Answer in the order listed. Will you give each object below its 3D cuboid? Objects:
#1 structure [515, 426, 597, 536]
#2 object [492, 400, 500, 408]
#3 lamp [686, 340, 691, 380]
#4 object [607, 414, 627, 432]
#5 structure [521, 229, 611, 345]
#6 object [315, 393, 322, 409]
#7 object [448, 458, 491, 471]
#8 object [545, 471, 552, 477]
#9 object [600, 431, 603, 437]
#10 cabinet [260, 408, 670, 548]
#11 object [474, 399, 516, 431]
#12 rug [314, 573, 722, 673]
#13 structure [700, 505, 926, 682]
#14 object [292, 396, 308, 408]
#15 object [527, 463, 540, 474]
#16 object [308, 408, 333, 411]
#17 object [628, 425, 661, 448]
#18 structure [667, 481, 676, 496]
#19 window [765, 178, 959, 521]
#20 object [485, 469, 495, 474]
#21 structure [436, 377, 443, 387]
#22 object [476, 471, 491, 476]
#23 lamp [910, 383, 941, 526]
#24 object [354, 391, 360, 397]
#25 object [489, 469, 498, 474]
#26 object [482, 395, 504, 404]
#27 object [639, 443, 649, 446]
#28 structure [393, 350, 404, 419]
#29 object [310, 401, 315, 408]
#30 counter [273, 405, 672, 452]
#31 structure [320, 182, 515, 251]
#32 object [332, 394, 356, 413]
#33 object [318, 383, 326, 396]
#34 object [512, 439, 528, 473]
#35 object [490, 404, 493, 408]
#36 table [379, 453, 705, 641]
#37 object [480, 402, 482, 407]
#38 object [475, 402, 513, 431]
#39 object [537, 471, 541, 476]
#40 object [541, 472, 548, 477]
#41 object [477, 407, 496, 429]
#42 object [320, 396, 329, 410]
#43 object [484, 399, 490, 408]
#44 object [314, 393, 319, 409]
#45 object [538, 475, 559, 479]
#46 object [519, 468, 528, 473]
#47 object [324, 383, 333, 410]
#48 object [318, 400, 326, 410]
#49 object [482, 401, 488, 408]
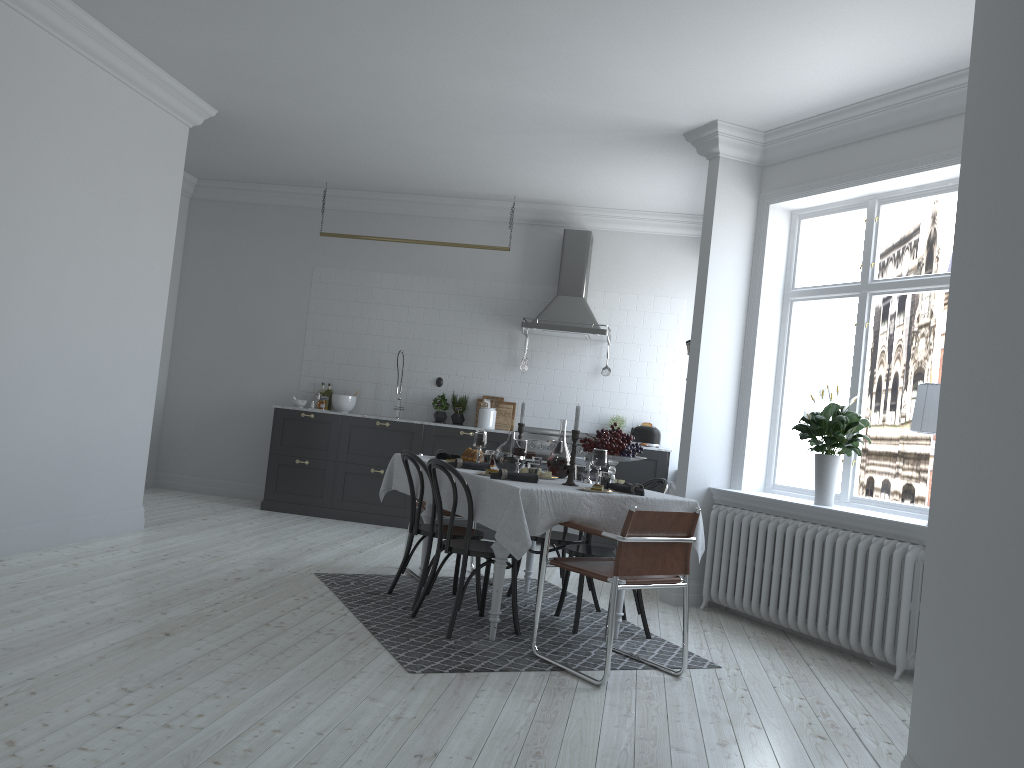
[{"bbox_3d":[0.369,0.991,8.604,0.779,1.096,0.651,6,-2,9],"label":"structure"},{"bbox_3d":[-0.206,0.301,8.903,0.131,0.296,0.056,7,-2,-12],"label":"object"},{"bbox_3d":[1.327,0.161,6.486,0.131,0.977,0.312,7,-2,-17],"label":"lamp"},{"bbox_3d":[1.027,0.437,8.730,0.210,0.283,0.220,5,-2,21],"label":"object"},{"bbox_3d":[0.590,-0.975,8.716,0.843,1.079,0.567,6,-2,9],"label":"structure"},{"bbox_3d":[-1.998,0.176,9.145,0.059,0.172,0.059,4,-3,40],"label":"object"},{"bbox_3d":[-0.237,0.474,5.204,0.247,0.061,0.165,8,-3,-42],"label":"object"},{"bbox_3d":[0.205,0.527,5.158,0.039,0.040,0.077,7,-2,-12],"label":"object"},{"bbox_3d":[0.894,0.519,8.760,0.072,0.095,0.072,8,-3,-36],"label":"object"},{"bbox_3d":[-0.455,0.947,8.730,3.897,1.012,0.646,6,-2,9],"label":"cabinet"},{"bbox_3d":[-0.170,0.315,9.031,0.400,0.290,0.030,6,-2,9],"label":"object"},{"bbox_3d":[-0.111,1.352,5.239,1.701,0.021,2.166,7,-2,-24],"label":"rug"},{"bbox_3d":[1.799,1.225,5.453,0.245,0.753,1.710,7,-2,-28],"label":"structure"},{"bbox_3d":[-2.185,0.189,9.156,0.159,0.110,0.172,6,-2,4],"label":"object"},{"bbox_3d":[0.112,0.479,4.825,0.066,0.094,0.066,6,-2,-3],"label":"object"},{"bbox_3d":[-1.982,0.263,9.173,0.180,0.008,0.272,6,-2,9],"label":"object"},{"bbox_3d":[1.302,0.505,8.688,0.326,0.207,0.219,6,-2,14],"label":"object"},{"bbox_3d":[1.464,1.275,7.770,0.245,0.753,1.673,6,-2,9],"label":"structure"},{"bbox_3d":[2.438,-0.213,5.470,0.061,2.080,2.079,7,-2,-29],"label":"window"},{"bbox_3d":[-0.119,0.484,4.873,0.057,0.037,0.021,7,-2,-10],"label":"object"},{"bbox_3d":[-0.749,-0.020,9.136,0.079,0.103,0.032,6,-2,9],"label":"structure"},{"bbox_3d":[-0.109,0.498,4.866,0.182,0.013,0.182,5,-2,24],"label":"object"},{"bbox_3d":[2.292,0.672,4.786,0.335,1.331,0.335,6,-2,-4],"label":"lamp"},{"bbox_3d":[-1.667,0.174,9.148,0.209,0.232,0.042,8,-3,-41],"label":"object"},{"bbox_3d":[-0.097,0.485,4.839,0.051,0.039,0.036,8,-3,-42],"label":"object"},{"bbox_3d":[-0.209,0.290,9.005,0.220,0.330,0.041,6,-2,9],"label":"object"},{"bbox_3d":[1.245,0.575,8.418,0.119,0.031,0.074,4,-3,41],"label":"object"},{"bbox_3d":[-1.145,0.004,8.971,0.100,0.692,0.266,6,-2,9],"label":"structure"},{"bbox_3d":[-2.047,0.214,9.105,0.046,0.084,0.046,6,-2,-5],"label":"object"},{"bbox_3d":[-0.398,0.435,8.760,3.902,0.020,0.624,6,-2,9],"label":"counter"},{"bbox_3d":[-0.965,-1.684,8.891,1.988,0.556,0.053,6,-2,9],"label":"structure"},{"bbox_3d":[-1.735,0.205,9.127,0.247,0.175,0.247,5,-2,22],"label":"object"},{"bbox_3d":[-1.989,0.127,9.272,0.066,0.282,0.066,6,-2,4],"label":"object"},{"bbox_3d":[0.036,0.414,4.892,0.083,0.215,0.083,6,-2,13],"label":"object"},{"bbox_3d":[-0.216,0.322,8.906,0.050,0.247,0.114,7,-2,-27],"label":"object"},{"bbox_3d":[0.036,0.956,5.327,1.210,0.842,2.179,7,-2,-24],"label":"table"},{"bbox_3d":[-0.279,0.312,8.869,0.117,0.251,0.061,5,-3,38],"label":"object"},{"bbox_3d":[-0.184,0.326,8.975,0.360,0.261,0.053,6,-2,9],"label":"object"},{"bbox_3d":[0.121,0.517,5.080,0.077,0.040,0.040,5,-2,28],"label":"object"},{"bbox_3d":[0.173,0.525,5.107,0.040,0.039,0.077,7,-2,-21],"label":"object"},{"bbox_3d":[-0.250,0.342,8.869,0.174,0.208,0.174,6,-2,4],"label":"object"},{"bbox_3d":[-1.951,0.200,9.207,0.077,0.141,0.044,6,-2,9],"label":"object"},{"bbox_3d":[-0.245,0.297,8.881,0.064,0.290,0.141,7,-2,-18],"label":"object"},{"bbox_3d":[-2.018,0.176,9.207,0.059,0.172,0.059,4,-3,40],"label":"object"},{"bbox_3d":[0.146,0.534,5.134,0.251,0.018,0.251,6,-2,9],"label":"object"},{"bbox_3d":[0.066,0.500,5.105,0.039,0.040,0.078,7,-2,-17],"label":"object"},{"bbox_3d":[-1.909,0.135,9.255,0.089,0.282,0.082,6,-2,9],"label":"object"},{"bbox_3d":[-1.947,0.216,9.100,0.078,0.101,0.078,5,-3,37],"label":"object"},{"bbox_3d":[-0.289,0.305,8.847,0.054,0.262,0.149,7,-2,-16],"label":"object"}]
